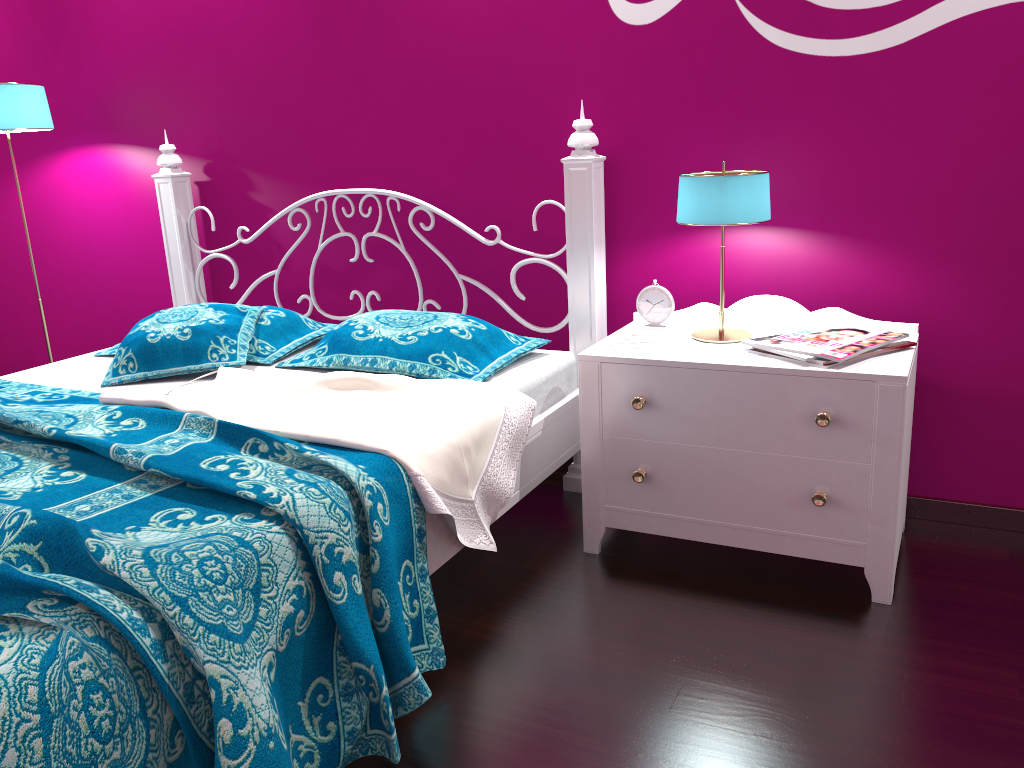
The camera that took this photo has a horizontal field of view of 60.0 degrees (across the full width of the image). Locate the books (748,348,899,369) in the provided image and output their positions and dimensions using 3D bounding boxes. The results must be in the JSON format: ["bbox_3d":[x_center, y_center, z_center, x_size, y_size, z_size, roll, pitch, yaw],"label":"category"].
[{"bbox_3d":[0.745,-0.084,2.091,0.300,0.007,0.220,-12,18,-31],"label":"books"}]

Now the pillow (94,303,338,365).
[{"bbox_3d":[-0.956,-0.182,2.891,0.717,0.141,0.401,3,16,22],"label":"pillow"}]

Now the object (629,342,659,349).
[{"bbox_3d":[0.330,-0.097,2.222,0.073,0.003,0.073,-5,15,-9],"label":"object"}]

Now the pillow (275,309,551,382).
[{"bbox_3d":[-0.295,-0.128,2.571,0.717,0.141,0.401,6,17,28],"label":"pillow"}]

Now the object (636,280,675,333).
[{"bbox_3d":[0.381,-0.208,2.361,0.106,0.140,0.033,6,17,29],"label":"object"}]

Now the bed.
[{"bbox_3d":[-1.029,-0.022,2.050,2.167,1.143,2.317,5,17,26],"label":"bed"}]

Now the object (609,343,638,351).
[{"bbox_3d":[0.278,-0.093,2.210,0.073,0.006,0.073,-5,15,-9],"label":"object"}]

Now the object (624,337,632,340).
[{"bbox_3d":[0.302,-0.118,2.301,0.022,0.006,0.022,11,20,41],"label":"object"}]

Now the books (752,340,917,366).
[{"bbox_3d":[0.757,-0.091,2.089,0.300,0.007,0.220,-11,17,-26],"label":"books"}]

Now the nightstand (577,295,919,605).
[{"bbox_3d":[0.593,0.118,2.239,0.742,0.616,0.455,5,17,26],"label":"nightstand"}]

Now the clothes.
[{"bbox_3d":[-0.512,0.181,2.196,1.036,0.376,0.553,3,16,21],"label":"clothes"}]

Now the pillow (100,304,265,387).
[{"bbox_3d":[-0.968,-0.137,2.652,0.404,0.176,0.418,-4,15,-5],"label":"pillow"}]

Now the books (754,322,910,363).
[{"bbox_3d":[0.751,-0.101,2.081,0.300,0.012,0.221,-15,19,-37],"label":"books"}]

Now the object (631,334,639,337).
[{"bbox_3d":[0.324,-0.129,2.334,0.020,0.006,0.021,-16,20,-40],"label":"object"}]

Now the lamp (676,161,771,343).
[{"bbox_3d":[0.526,-0.331,2.216,0.229,0.438,0.229,-8,16,-17],"label":"lamp"}]

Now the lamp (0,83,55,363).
[{"bbox_3d":[-1.772,-0.430,3.286,0.303,1.352,0.303,-8,16,-17],"label":"lamp"}]

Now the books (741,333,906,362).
[{"bbox_3d":[0.733,-0.099,2.096,0.300,0.007,0.220,-9,17,-23],"label":"books"}]
